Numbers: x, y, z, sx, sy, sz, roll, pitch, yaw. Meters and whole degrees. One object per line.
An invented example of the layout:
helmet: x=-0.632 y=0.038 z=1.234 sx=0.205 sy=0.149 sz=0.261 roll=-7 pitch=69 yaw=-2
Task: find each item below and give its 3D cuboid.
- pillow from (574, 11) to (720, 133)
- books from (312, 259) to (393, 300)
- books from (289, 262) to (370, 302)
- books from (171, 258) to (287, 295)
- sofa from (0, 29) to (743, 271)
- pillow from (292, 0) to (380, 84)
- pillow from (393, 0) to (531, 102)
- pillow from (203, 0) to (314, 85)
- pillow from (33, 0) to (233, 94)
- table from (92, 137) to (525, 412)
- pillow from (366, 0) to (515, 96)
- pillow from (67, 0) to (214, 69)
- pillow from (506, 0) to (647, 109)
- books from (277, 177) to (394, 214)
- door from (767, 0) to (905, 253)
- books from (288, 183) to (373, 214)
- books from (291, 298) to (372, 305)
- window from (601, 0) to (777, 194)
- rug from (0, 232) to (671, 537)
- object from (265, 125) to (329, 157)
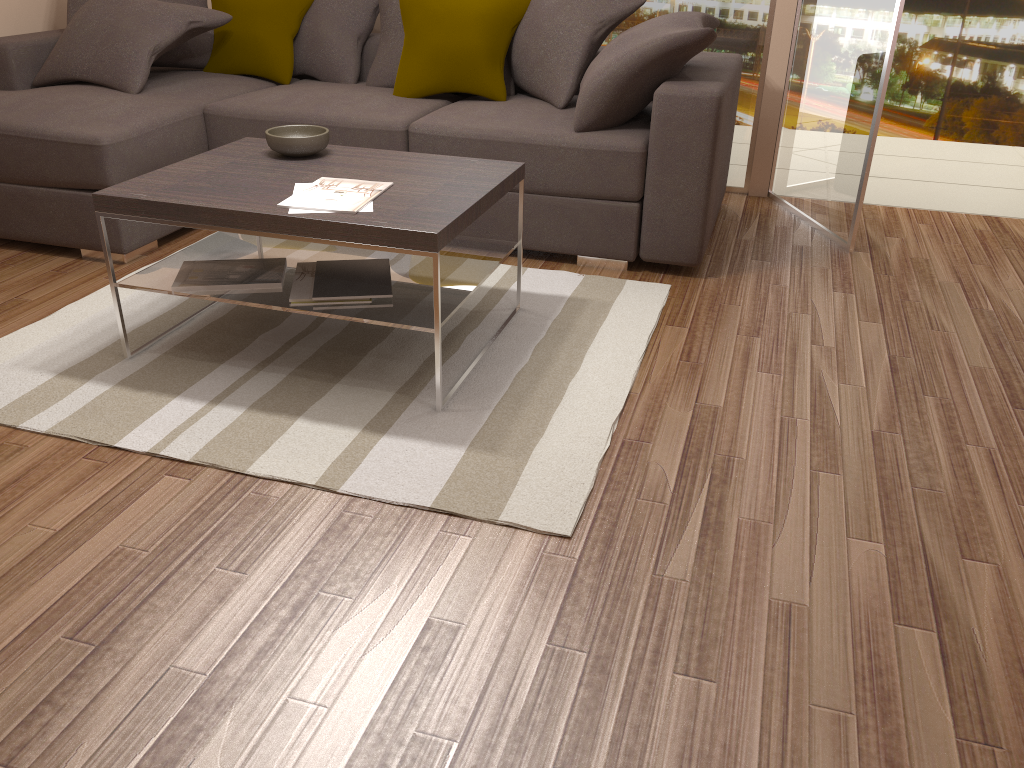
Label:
pillow: x=0.578 y=-1.339 z=3.806 sx=0.560 sy=0.470 sz=0.749 roll=7 pitch=28 yaw=11
books: x=-0.509 y=-0.339 z=2.839 sx=0.241 sy=0.008 sz=0.332 roll=-3 pitch=28 yaw=-8
books: x=-0.577 y=-0.333 z=2.844 sx=0.241 sy=0.008 sz=0.332 roll=-3 pitch=28 yaw=-8
books: x=-0.909 y=-0.353 z=2.878 sx=0.332 sy=0.026 sz=0.241 roll=-3 pitch=28 yaw=-9
sofa: x=-0.831 y=-1.153 z=4.210 sx=3.565 sy=0.776 sz=1.906 roll=9 pitch=28 yaw=14
pillow: x=-1.013 y=-1.920 z=4.775 sx=0.787 sy=0.576 sz=0.431 roll=17 pitch=31 yaw=28
pillow: x=-0.232 y=-1.603 z=4.221 sx=0.658 sy=0.492 sz=0.382 roll=4 pitch=28 yaw=5
pillow: x=-1.360 y=-1.830 z=4.671 sx=0.631 sy=0.486 sz=0.335 roll=10 pitch=29 yaw=17
pillow: x=-1.863 y=-1.662 z=4.296 sx=0.792 sy=0.415 sz=0.645 roll=12 pitch=29 yaw=19
table: x=-0.614 y=-0.428 z=3.018 sx=1.110 sy=0.558 sz=0.856 roll=9 pitch=28 yaw=14
pillow: x=-0.330 y=-1.771 z=4.477 sx=0.783 sy=0.590 sz=0.459 roll=6 pitch=28 yaw=10
pillow: x=-1.938 y=-1.956 z=4.619 sx=0.806 sy=0.578 sz=0.483 roll=-13 pitch=31 yaw=-25
pillow: x=0.230 y=-1.679 z=4.137 sx=0.399 sy=0.635 sz=0.811 roll=-11 pitch=30 yaw=-23
books: x=-0.528 y=-0.575 z=2.692 sx=0.241 sy=0.010 sz=0.332 roll=7 pitch=28 yaw=10
door: x=1.488 y=-1.894 z=3.919 sx=0.060 sy=2.419 sz=0.967 roll=-3 pitch=28 yaw=-7
books: x=-0.542 y=-0.563 z=2.683 sx=0.241 sy=0.008 sz=0.332 roll=-3 pitch=28 yaw=-8
books: x=-0.571 y=-0.318 z=2.838 sx=0.241 sy=0.013 sz=0.332 roll=-3 pitch=28 yaw=-8
window: x=0.391 y=-2.280 z=4.616 sx=1.983 sy=2.419 sz=0.020 roll=9 pitch=28 yaw=14
rug: x=-0.613 y=-0.177 z=3.141 sx=2.122 sy=0.024 sz=1.791 roll=9 pitch=28 yaw=14
object: x=-0.757 y=-0.855 z=3.140 sx=0.219 sy=0.081 sz=0.219 roll=11 pitch=29 yaw=19
